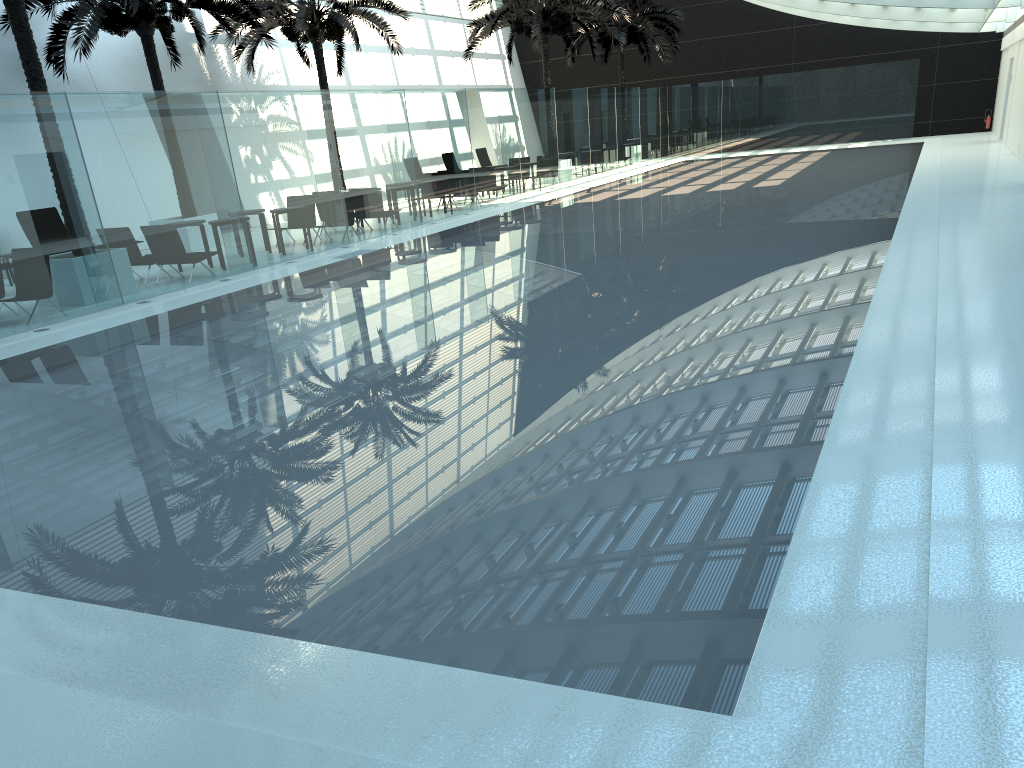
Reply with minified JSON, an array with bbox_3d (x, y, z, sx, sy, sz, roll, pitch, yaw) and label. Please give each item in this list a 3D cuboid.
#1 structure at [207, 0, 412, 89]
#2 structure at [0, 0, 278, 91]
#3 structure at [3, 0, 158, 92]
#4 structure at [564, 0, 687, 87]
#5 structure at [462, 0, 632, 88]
[{"bbox_3d":[-4.961,-7.956,22.392,4.534,7.309,4.117,-18,25,-28],"label":"structure"},{"bbox_3d":[-7.195,-6.239,17.429,4.647,7.244,4.012,-4,22,4],"label":"structure"},{"bbox_3d":[-6.632,-4.646,11.466,4.711,7.441,4.276,14,29,40],"label":"structure"},{"bbox_3d":[4.408,-12.293,33.715,4.462,7.441,4.510,-4,22,4],"label":"structure"},{"bbox_3d":[1.095,-10.011,27.082,4.813,7.442,4.181,2,23,18],"label":"structure"}]
